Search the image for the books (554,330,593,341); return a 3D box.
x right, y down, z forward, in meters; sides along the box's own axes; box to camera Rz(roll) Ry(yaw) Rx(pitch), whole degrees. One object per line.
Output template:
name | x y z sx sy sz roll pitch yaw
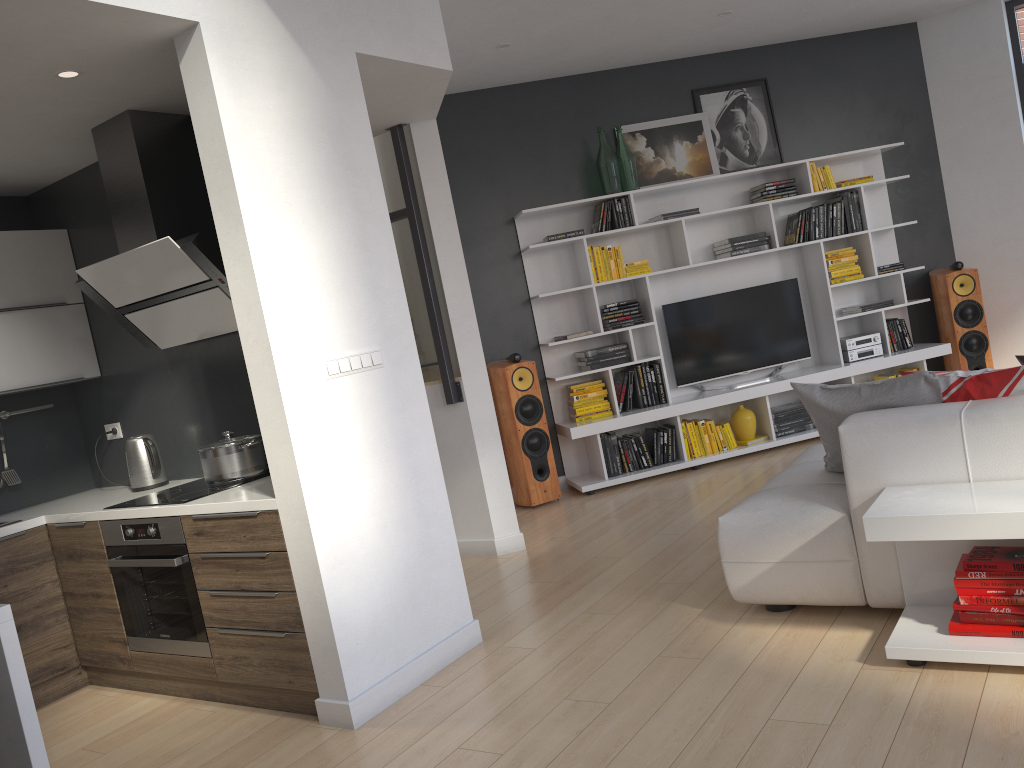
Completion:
books | 0.448 -0.351 6.437 0.209 0.030 0.266 -13 4 -16

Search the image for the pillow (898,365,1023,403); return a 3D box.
pillow | 2.445 0.025 2.776 2.250 0.449 0.575 -9 5 33

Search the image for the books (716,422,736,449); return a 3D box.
books | 1.580 0.376 6.543 0.067 0.193 0.148 -12 4 -9

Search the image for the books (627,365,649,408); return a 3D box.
books | 0.928 0.016 6.551 0.034 0.314 0.237 -12 4 -10

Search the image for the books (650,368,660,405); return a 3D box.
books | 1.026 0.015 6.565 0.028 0.272 0.200 -12 4 -10

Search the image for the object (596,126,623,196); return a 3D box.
object | 0.685 -1.613 6.423 0.157 0.507 0.157 -11 4 4

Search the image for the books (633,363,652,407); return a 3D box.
books | 0.958 0.003 6.560 0.026 0.326 0.237 -12 4 -10

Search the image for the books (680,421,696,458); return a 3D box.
books | 1.264 0.403 6.503 0.048 0.271 0.213 -12 4 -10

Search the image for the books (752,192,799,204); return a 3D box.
books | 1.987 -1.395 6.696 0.284 0.030 0.214 -12 4 -6

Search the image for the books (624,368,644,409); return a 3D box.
books | 0.901 0.031 6.541 0.028 0.301 0.213 -12 4 -10

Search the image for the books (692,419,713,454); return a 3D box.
books | 1.392 0.385 6.527 0.055 0.252 0.185 -12 4 -11

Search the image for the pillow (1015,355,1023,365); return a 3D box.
pillow | 2.709 -0.042 2.592 2.120 0.436 0.608 -9 5 31

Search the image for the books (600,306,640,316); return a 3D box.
books | 0.785 -0.533 6.503 0.264 0.020 0.189 -12 4 -6

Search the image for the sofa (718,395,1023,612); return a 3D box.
sofa | 2.875 0.135 3.512 3.424 0.732 2.614 -9 5 35

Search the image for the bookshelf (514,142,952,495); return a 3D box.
bookshelf | 1.704 -0.522 6.597 3.000 2.052 0.455 -12 4 -10

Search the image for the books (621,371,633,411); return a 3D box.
books | 0.838 0.048 6.529 0.100 0.289 0.210 -12 4 -11

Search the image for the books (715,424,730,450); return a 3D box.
books | 1.538 0.388 6.532 0.046 0.187 0.134 -12 4 -10

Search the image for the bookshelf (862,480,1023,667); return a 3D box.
bookshelf | 2.283 0.468 2.162 2.600 0.500 0.356 -9 5 35

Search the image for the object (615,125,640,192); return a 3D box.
object | 0.825 -1.647 6.505 0.157 0.507 0.157 -11 4 4

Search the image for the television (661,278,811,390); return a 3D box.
television | 1.711 -0.354 6.716 1.102 0.704 0.207 -12 4 -10

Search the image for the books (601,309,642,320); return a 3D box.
books | 0.791 -0.508 6.501 0.284 0.030 0.214 -11 4 -1

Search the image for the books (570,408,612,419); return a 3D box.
books | 0.574 0.208 6.500 0.269 0.025 0.213 -12 4 -7

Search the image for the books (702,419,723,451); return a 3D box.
books | 1.476 0.375 6.551 0.056 0.235 0.172 -12 4 -11

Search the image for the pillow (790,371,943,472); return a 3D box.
pillow | 2.546 -0.049 3.099 2.953 0.453 0.647 -10 4 23

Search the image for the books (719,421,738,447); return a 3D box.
books | 1.601 0.370 6.555 0.046 0.193 0.149 -12 4 -9

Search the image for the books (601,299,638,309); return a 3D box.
books | 0.781 -0.586 6.492 0.246 0.026 0.180 -12 4 -2

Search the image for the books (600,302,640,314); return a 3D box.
books | 0.781 -0.559 6.521 0.284 0.030 0.214 -11 4 -1

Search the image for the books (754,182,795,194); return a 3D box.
books | 1.977 -1.473 6.688 0.246 0.026 0.180 -12 4 -7

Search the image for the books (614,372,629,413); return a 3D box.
books | 0.786 0.060 6.538 0.142 0.284 0.232 -12 4 -10

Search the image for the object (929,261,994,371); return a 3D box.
object | 3.498 -0.414 6.934 0.290 1.088 0.434 -11 4 5

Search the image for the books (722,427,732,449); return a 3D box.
books | 1.561 0.394 6.524 0.049 0.169 0.113 -12 4 -11

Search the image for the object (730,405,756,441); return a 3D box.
object | 1.719 0.282 6.584 0.185 0.257 0.185 -14 5 -32

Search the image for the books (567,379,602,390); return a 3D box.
books | 0.530 0.002 6.522 0.234 0.024 0.171 -12 4 -6

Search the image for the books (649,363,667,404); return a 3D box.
books | 1.061 -0.004 6.573 0.051 0.297 0.230 -12 4 -10

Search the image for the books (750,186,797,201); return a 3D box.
books | 1.974 -1.445 6.716 0.284 0.030 0.214 -12 4 -6

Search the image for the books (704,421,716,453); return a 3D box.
books | 1.427 0.385 6.514 0.043 0.240 0.169 -12 4 -11

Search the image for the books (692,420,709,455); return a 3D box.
books | 1.370 0.390 6.513 0.041 0.252 0.180 -12 4 -10

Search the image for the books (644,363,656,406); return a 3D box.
books | 0.988 0.003 6.565 0.034 0.315 0.239 -12 4 -10

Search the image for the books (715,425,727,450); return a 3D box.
books | 1.516 0.392 6.536 0.056 0.188 0.138 -12 4 -10

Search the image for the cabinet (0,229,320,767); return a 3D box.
cabinet | -2.746 0.444 2.342 2.402 2.501 4.694 -9 5 35

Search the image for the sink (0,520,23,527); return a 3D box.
sink | -2.645 0.684 3.985 0.512 0.518 0.626 -9 5 35

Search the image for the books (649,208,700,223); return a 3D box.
books | 1.196 -1.235 6.553 0.310 0.047 0.250 -12 4 -14

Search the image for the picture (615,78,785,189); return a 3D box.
picture | 1.416 -1.877 6.709 1.279 0.707 0.076 -12 4 -10

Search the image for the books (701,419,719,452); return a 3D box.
books | 1.447 0.381 6.537 0.043 0.235 0.171 -12 4 -11

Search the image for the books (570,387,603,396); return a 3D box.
books | 0.545 0.050 6.506 0.238 0.023 0.167 -11 4 6

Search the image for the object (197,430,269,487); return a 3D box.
object | -1.249 0.317 3.973 0.288 0.223 0.315 -12 4 -14

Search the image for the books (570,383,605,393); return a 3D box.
books | 0.549 0.024 6.502 0.234 0.024 0.171 -12 4 -6

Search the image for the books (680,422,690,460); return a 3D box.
books | 1.231 0.411 6.476 0.029 0.270 0.204 -12 4 -10

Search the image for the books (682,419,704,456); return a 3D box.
books | 1.328 0.392 6.519 0.038 0.267 0.202 -12 4 -9

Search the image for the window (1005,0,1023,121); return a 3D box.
window | 4.949 -1.965 6.568 1.960 2.402 0.170 -9 5 35

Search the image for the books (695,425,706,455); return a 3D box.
books | 1.353 0.408 6.506 0.042 0.230 0.156 -12 4 -11

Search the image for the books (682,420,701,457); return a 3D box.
books | 1.299 0.401 6.515 0.066 0.258 0.198 -12 4 -10

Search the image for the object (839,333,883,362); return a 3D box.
object | 2.646 -0.279 6.826 0.285 0.174 0.270 -12 4 -10

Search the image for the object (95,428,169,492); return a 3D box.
object | -1.941 0.377 4.510 0.590 0.318 0.179 -8 5 42

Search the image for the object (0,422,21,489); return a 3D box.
object | -2.683 0.366 4.464 0.069 0.389 0.320 -8 5 36

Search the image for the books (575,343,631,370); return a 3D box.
books | 0.663 -0.198 6.514 0.343 0.137 0.277 -12 4 -10

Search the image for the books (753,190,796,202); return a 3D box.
books | 1.980 -1.419 6.698 0.264 0.020 0.189 -12 4 -11

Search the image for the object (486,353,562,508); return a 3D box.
object | 0.054 0.321 6.342 0.290 1.088 0.434 -13 4 -25
